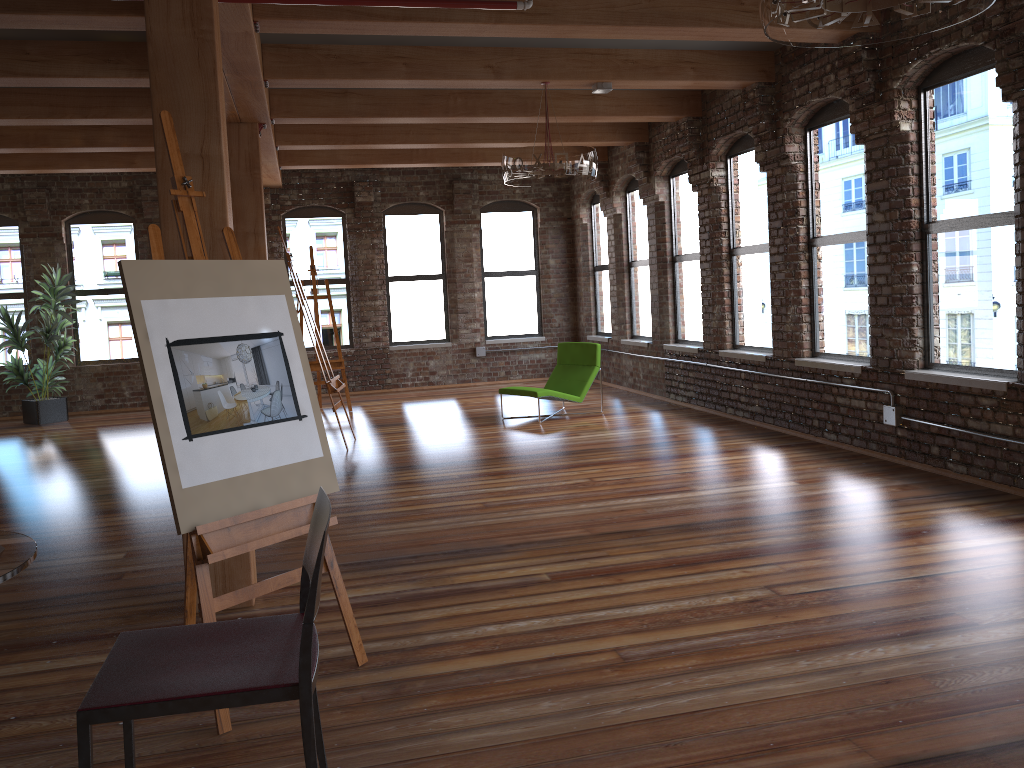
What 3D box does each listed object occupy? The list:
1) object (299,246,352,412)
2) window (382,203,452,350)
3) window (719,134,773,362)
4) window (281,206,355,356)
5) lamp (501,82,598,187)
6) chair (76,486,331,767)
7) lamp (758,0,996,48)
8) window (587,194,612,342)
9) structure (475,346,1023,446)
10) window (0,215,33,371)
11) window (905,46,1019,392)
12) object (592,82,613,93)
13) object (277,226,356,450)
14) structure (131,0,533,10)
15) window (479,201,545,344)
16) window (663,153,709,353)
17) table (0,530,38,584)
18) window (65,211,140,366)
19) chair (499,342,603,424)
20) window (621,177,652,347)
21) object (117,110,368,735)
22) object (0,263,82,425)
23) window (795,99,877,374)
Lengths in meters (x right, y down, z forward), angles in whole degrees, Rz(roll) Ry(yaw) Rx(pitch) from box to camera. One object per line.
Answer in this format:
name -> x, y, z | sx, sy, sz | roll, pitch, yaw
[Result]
object -> -2.486, -0.715, 11.343 | 0.662, 2.135, 0.686 | -4, 4, -18
window -> -1.464, -1.655, 13.539 | 0.969, 2.213, 0.219 | -4, 3, -13
window -> 2.324, -1.361, 8.744 | 0.230, 2.209, 0.970 | -4, 4, -13
window -> -2.894, -1.545, 13.205 | 0.969, 2.222, 0.221 | -4, 3, -13
lamp -> 0.299, -2.111, 7.414 | 0.809, 0.813, 0.812 | -1, 5, 23
chair -> -0.556, 0.745, 1.731 | 0.467, 0.979, 0.431 | -4, 4, -13
lamp -> 1.295, -1.732, 3.186 | 0.809, 0.813, 0.812 | 0, 5, 29
window -> 1.312, -1.747, 13.048 | 0.232, 2.209, 0.970 | -4, 4, -13
structure -> 2.544, 0.054, 7.548 | 1.635, 0.312, 13.737 | -5, 6, -20
window -> -7.215, -1.261, 12.267 | 0.969, 2.164, 0.086 | -4, 3, -13
window -> 2.997, -1.105, 5.890 | 0.232, 2.209, 0.970 | -4, 4, -13
object -> 0.767, -2.527, 7.545 | 0.145, 0.072, 0.148 | -4, 5, -13
object -> -1.949, -0.457, 8.541 | 0.685, 2.135, 0.663 | -3, 3, -3
structure -> -3.183, -1.973, 4.349 | 6.812, 0.111, 0.051 | -4, 4, -13
window -> -0.019, -1.762, 13.875 | 0.969, 2.213, 0.219 | -4, 3, -13
window -> 1.991, -1.488, 10.168 | 0.233, 2.209, 0.970 | -4, 4, -13
table -> -1.261, 0.823, 1.660 | 0.721, 0.922, 0.724 | -2, 4, 12
window -> -5.765, -1.368, 12.604 | 0.969, 2.164, 0.086 | -4, 3, -13
chair -> 0.427, -0.036, 9.856 | 0.958, 0.794, 0.681 | -7, 6, -38
window -> 1.654, -1.616, 11.595 | 0.232, 2.209, 0.970 | -4, 4, -13
object -> -1.063, 0.031, 3.291 | 0.685, 2.135, 0.704 | 0, 4, 37
object -> -6.272, -0.540, 11.705 | 1.082, 2.098, 0.967 | -5, 4, -35
window -> 2.663, -1.233, 7.318 | 0.236, 2.209, 0.970 | -4, 4, -13
